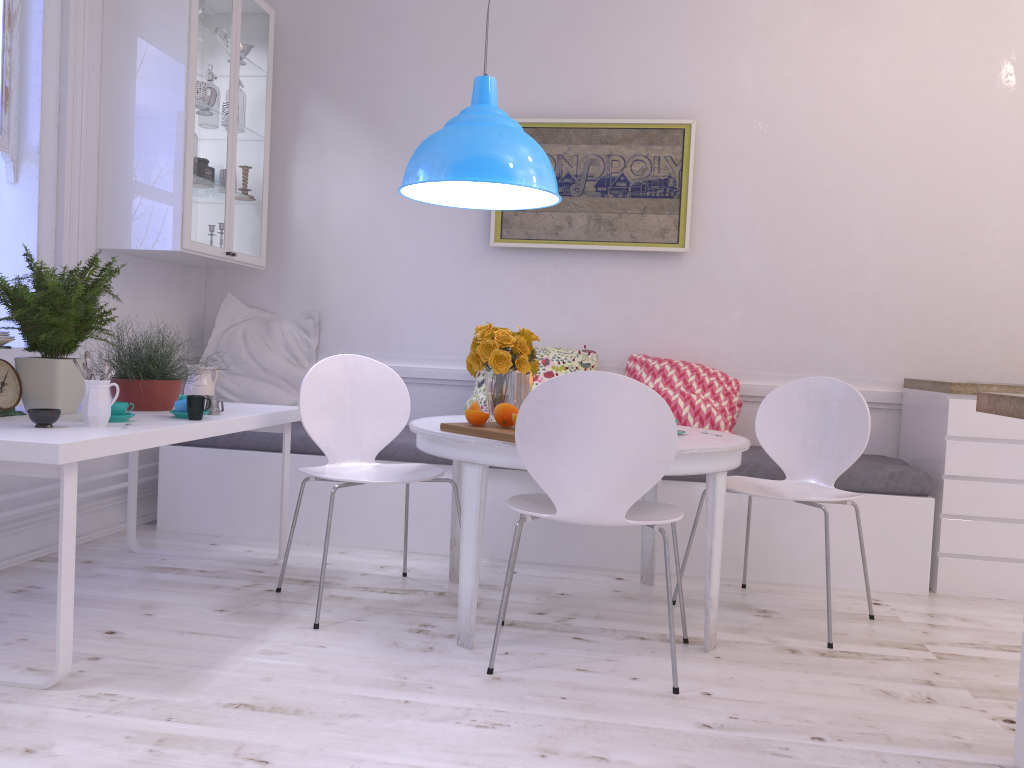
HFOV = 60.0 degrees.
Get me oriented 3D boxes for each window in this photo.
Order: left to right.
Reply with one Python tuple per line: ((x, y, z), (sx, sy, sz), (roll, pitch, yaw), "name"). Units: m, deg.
((-2.012, -0.911, 2.969), (0.181, 1.782, 1.234), (3, 2, 9), "window")

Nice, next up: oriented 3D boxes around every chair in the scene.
((-0.481, 0.325, 3.081), (0.604, 0.845, 0.483), (1, 3, -36), "chair")
((0.238, 0.379, 2.568), (0.604, 0.845, 0.483), (3, 2, 9), "chair")
((0.971, 0.392, 3.142), (0.604, 0.845, 0.483), (5, 3, 44), "chair")

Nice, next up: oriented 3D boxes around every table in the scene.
((-1.312, 0.405, 2.880), (0.736, 0.619, 1.514), (3, 2, 9), "table")
((0.208, 0.467, 3.029), (1.140, 0.629, 1.140), (4, 3, 38), "table")

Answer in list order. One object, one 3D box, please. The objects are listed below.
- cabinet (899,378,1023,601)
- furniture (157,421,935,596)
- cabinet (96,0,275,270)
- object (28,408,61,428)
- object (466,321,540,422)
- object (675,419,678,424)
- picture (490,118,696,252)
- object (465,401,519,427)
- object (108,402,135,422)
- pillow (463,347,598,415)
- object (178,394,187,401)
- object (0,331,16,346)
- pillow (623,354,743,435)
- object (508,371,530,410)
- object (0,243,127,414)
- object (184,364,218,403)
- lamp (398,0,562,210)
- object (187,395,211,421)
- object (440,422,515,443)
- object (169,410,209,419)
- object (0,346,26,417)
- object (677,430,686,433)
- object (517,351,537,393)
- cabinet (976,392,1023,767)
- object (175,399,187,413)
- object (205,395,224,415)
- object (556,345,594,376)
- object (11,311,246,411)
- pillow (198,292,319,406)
((2.270, 0.431, 3.753), (1.036, 0.842, 0.654), (3, 2, 9), "cabinet")
((0.076, 0.482, 4.061), (3.296, 0.508, 0.769), (3, 2, 9), "furniture")
((-1.470, -1.235, 4.128), (0.425, 1.311, 0.823), (3, 2, 9), "cabinet")
((-1.258, 0.092, 2.388), (0.082, 0.048, 0.079), (1, 3, -31), "object")
((-0.029, -0.030, 2.890), (0.235, 0.351, 0.234), (2, 2, -26), "object")
((0.516, 0.141, 3.003), (0.088, 0.043, 0.088), (3, 2, 16), "object")
((0.385, -0.973, 4.324), (0.971, 0.629, 0.020), (3, 2, 9), "picture")
((-0.047, 0.093, 2.657), (0.129, 0.075, 0.285), (1, 3, -45), "object")
((-1.186, 0.082, 2.638), (0.121, 0.055, 0.121), (1, 3, -41), "object")
((0.089, 0.043, 4.198), (0.592, 0.447, 0.509), (3, 2, 14), "pillow")
((-1.046, 0.064, 2.882), (0.082, 0.059, 0.069), (2, 2, -13), "object")
((-1.573, -0.138, 2.642), (0.164, 0.047, 0.163), (1, 3, -32), "object")
((0.763, 0.083, 4.089), (0.587, 0.424, 0.491), (3, 2, 12), "pillow")
((-0.001, 0.048, 3.041), (0.122, 0.186, 0.101), (5, 3, 39), "object")
((-1.424, -0.170, 2.768), (0.368, 0.527, 0.438), (3, 2, 9), "object")
((-1.245, -0.003, 3.540), (0.115, 0.152, 0.127), (2, 2, -9), "object")
((-0.064, -1.619, 3.036), (0.568, 1.948, 0.568), (5, 3, 43), "lamp")
((-0.989, 0.075, 2.783), (0.070, 0.077, 0.055), (4, 3, 34), "object")
((-0.024, 0.143, 2.664), (0.224, 0.024, 0.347), (1, 3, -41), "object")
((-1.042, 0.098, 2.861), (0.121, 0.021, 0.121), (1, 3, -41), "object")
((-1.568, -0.011, 2.649), (0.185, 0.208, 0.159), (3, 2, 9), "object")
((0.515, 0.162, 3.004), (0.147, 0.011, 0.147), (3, 2, 11), "object")
((0.042, 0.006, 3.140), (0.116, 0.267, 0.094), (4, 3, 36), "object")
((1.567, 0.479, 1.630), (1.167, 0.842, 0.654), (3, 2, 9), "cabinet")
((-1.039, 0.072, 2.845), (0.080, 0.058, 0.069), (2, 2, -18), "object")
((-1.017, 0.070, 3.017), (0.052, 0.067, 0.066), (3, 2, 10), "object")
((0.218, 0.009, 3.014), (0.128, 0.287, 0.128), (3, 2, 11), "object")
((-1.277, -0.078, 3.109), (0.531, 0.367, 0.668), (4, 3, 33), "object")
((-1.301, -0.142, 4.524), (0.677, 0.642, 0.374), (2, 2, -21), "pillow")
